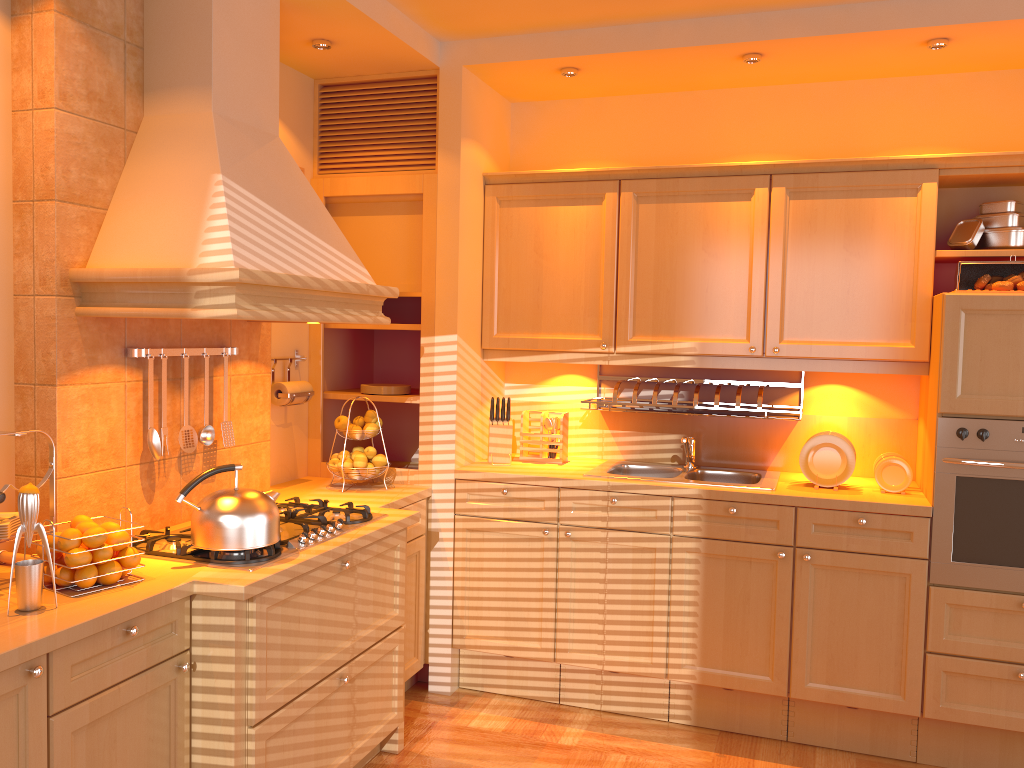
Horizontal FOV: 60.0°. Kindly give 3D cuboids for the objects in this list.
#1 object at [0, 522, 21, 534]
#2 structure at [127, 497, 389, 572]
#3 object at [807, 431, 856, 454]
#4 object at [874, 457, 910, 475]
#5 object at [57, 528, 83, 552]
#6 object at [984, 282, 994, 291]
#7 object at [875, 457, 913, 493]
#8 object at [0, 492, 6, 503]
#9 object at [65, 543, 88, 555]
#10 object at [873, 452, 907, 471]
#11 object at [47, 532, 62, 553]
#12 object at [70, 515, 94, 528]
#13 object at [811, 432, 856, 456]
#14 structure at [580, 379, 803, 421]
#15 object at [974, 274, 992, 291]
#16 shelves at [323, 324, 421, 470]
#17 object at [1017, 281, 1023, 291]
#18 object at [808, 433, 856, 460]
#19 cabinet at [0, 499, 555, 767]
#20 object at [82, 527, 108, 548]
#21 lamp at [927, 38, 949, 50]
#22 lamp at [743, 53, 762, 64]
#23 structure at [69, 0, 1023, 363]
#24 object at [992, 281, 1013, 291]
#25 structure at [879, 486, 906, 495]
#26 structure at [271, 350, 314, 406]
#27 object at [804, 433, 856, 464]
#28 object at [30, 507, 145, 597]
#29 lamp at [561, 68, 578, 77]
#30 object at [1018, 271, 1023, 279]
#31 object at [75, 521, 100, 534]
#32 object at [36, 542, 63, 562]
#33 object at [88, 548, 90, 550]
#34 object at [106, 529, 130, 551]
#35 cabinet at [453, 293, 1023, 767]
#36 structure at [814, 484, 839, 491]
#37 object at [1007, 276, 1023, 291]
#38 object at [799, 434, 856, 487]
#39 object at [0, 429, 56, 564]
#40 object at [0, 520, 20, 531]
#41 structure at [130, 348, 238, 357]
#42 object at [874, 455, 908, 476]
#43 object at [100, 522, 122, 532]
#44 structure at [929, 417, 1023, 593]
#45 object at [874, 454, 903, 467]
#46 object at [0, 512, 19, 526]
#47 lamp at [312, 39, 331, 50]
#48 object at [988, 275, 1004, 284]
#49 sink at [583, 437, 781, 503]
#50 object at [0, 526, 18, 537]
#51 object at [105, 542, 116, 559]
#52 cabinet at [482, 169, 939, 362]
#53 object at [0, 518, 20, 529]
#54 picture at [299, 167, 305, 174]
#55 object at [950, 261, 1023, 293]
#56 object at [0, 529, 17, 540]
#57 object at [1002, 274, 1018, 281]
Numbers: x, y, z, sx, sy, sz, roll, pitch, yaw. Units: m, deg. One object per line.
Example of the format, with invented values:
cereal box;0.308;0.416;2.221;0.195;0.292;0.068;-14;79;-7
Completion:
object;-1.314;0.358;2.193;0.172;0.011;0.163;1;3;-12
structure;-0.794;0.448;2.810;0.494;0.051;0.797;2;3;19
object;1.257;0.290;3.522;0.205;0.200;0.049;3;3;21
object;1.447;0.341;3.367;0.133;0.129;0.037;2;3;19
object;-1.069;0.379;2.147;0.057;0.060;0.052;-1;4;-33
object;1.725;-0.347;3.170;0.068;0.035;0.067;-1;4;-30
object;1.438;0.342;3.341;0.133;0.129;0.037;2;3;19
object;-1.333;0.241;2.133;0.282;0.095;0.076;2;3;19
object;-1.072;0.414;2.185;0.051;0.053;0.064;0;3;-18
object;1.495;0.335;3.496;0.133;0.129;0.037;3;3;21
object;-1.113;0.389;2.177;0.063;0.051;0.053;3;4;25
object;-1.102;0.365;2.276;0.059;0.060;0.050;0;3;-21
object;1.246;0.291;3.496;0.205;0.200;0.049;3;3;21
structure;0.767;0.058;3.784;0.900;0.126;0.300;2;3;19
object;1.693;-0.363;3.190;0.055;0.064;0.069;3;4;24
shelves;-0.508;0.078;4.080;0.600;0.702;0.582;2;3;19
object;1.787;-0.341;3.075;0.065;0.036;0.062;3;4;32
object;1.225;0.294;3.444;0.205;0.200;0.049;3;3;21
cabinet;-0.643;0.924;2.966;1.141;0.840;2.850;2;3;19
object;-1.020;0.375;2.168;0.053;0.051;0.063;3;4;26
lamp;1.520;-1.212;3.166;0.070;0.021;0.070;0;3;-20
lamp;0.914;-1.238;3.377;0.070;0.021;0.070;-1;4;-31
structure;0.785;-0.652;2.951;4.091;1.148;1.061;1;3;-7
object;1.717;-0.343;3.105;0.066;0.034;0.069;4;4;37
structure;1.465;0.402;3.423;0.084;0.010;0.219;3;3;20
structure;-0.912;-0.025;3.625;0.126;0.220;0.320;2;3;19
object;1.236;0.293;3.470;0.205;0.200;0.049;3;3;21
object;-1.063;0.410;2.226;0.189;0.174;0.207;4;4;34
lamp;0.233;-1.266;3.608;0.070;0.021;0.070;0;3;-20
object;1.827;-0.379;3.129;0.061;0.047;0.063;0;4;-23
object;-1.058;0.368;2.214;0.063;0.053;0.051;0;3;-19
object;-1.148;0.415;2.202;0.060;0.055;0.053;3;4;22
object;-1.089;0.414;2.294;0.061;0.054;0.053;3;4;25
object;-0.996;0.395;2.239;0.053;0.052;0.061;1;3;-8
cabinet;1.271;0.509;3.459;3.000;1.700;0.625;2;3;19
structure;1.234;0.394;3.470;0.084;0.010;0.219;3;4;22
object;1.773;-0.355;3.131;0.065;0.056;0.056;2;3;3
object;1.214;0.295;3.418;0.205;0.200;0.049;3;3;21
object;-1.361;0.309;2.083;0.221;0.379;0.572;2;3;19
object;-1.313;0.351;2.193;0.172;0.011;0.163;1;3;-12
structure;-1.045;-0.104;2.866;0.009;0.024;0.506;2;3;19
object;1.467;0.339;3.418;0.133;0.129;0.037;2;3;19
object;-1.035;0.380;2.281;0.063;0.053;0.051;1;3;-8
structure;1.735;0.418;2.978;0.576;0.583;0.066;2;3;19
object;1.476;0.337;3.444;0.133;0.129;0.037;2;3;19
object;-1.313;0.338;2.192;0.172;0.011;0.163;1;3;-12
lamp;-0.714;-1.272;3.328;0.070;0.021;0.070;1;3;2
object;1.754;-0.362;3.213;0.069;0.061;0.037;1;3;3
sink;0.710;0.382;3.659;0.746;0.336;0.465;2;3;19
object;-1.314;0.365;2.194;0.172;0.011;0.163;1;3;-12
object;-1.040;0.428;2.256;0.062;0.053;0.051;1;3;-13
cabinet;0.774;-0.482;3.738;1.792;0.712;0.332;2;3;19
object;-1.313;0.345;2.192;0.172;0.011;0.163;1;3;-12
picture;-0.951;-0.664;3.615;0.007;0.491;0.366;2;3;19
object;1.780;-0.376;3.157;0.400;0.123;0.280;2;3;20
object;-1.314;0.371;2.194;0.172;0.011;0.163;1;3;-12
object;1.793;-0.360;3.177;0.066;0.063;0.061;3;4;26
